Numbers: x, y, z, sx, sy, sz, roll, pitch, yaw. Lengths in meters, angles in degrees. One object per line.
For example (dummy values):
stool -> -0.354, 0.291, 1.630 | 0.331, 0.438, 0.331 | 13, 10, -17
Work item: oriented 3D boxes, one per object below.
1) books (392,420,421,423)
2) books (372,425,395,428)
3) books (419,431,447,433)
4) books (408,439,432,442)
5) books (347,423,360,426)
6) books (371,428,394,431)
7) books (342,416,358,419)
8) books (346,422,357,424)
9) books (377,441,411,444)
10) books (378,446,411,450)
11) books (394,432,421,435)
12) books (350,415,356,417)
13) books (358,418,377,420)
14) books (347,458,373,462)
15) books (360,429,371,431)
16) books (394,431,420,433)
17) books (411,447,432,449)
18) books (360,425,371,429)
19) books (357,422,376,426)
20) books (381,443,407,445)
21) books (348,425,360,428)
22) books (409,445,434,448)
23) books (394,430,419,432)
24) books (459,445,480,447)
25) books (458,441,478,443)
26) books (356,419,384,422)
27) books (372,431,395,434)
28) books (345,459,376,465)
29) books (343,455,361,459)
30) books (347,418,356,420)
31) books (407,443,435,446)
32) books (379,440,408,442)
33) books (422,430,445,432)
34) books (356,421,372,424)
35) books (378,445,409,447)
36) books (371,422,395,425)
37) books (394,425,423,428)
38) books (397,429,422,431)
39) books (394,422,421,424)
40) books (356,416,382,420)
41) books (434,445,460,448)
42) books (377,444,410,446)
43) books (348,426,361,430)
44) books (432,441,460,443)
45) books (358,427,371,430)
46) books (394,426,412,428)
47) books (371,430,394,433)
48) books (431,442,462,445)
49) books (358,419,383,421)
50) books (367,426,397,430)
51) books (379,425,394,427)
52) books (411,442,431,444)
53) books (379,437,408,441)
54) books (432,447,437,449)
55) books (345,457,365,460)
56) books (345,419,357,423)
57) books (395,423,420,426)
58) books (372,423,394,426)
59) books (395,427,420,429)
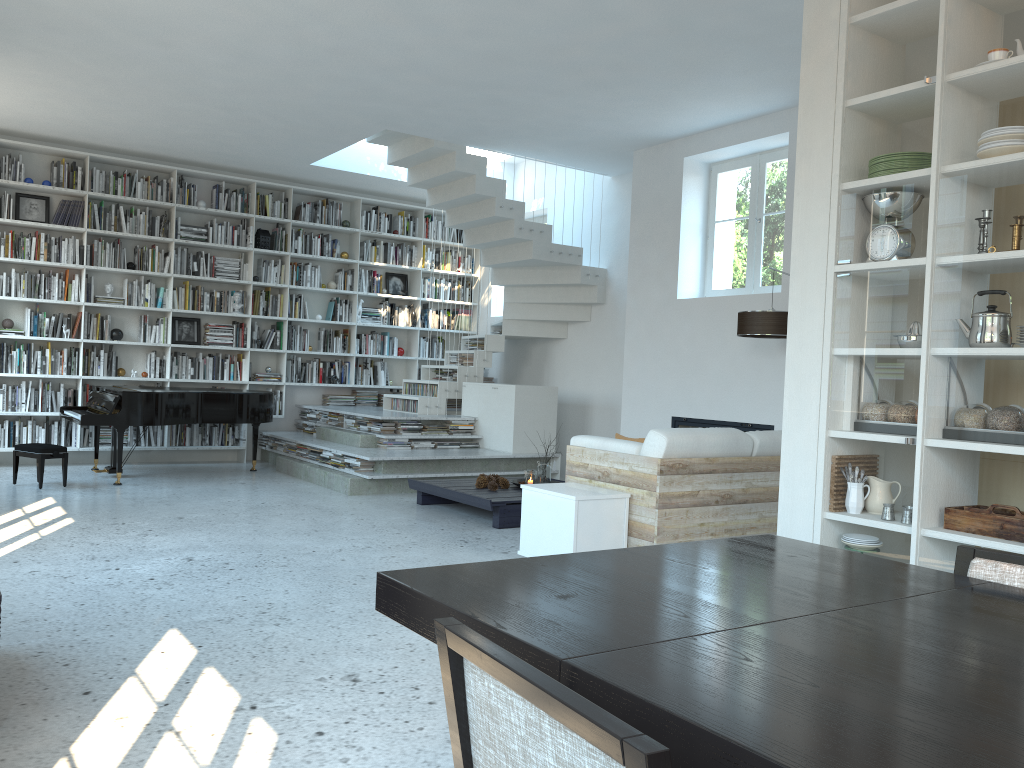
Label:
books -> -1.053, 0.375, 8.862 | 0.261, 0.016, 0.128 | 2, 1, -35
books -> -1.273, 0.423, 8.813 | 0.137, 0.012, 0.242 | 2, 1, -33
books -> -0.822, 0.488, 9.015 | 0.293, 0.014, 0.133 | 2, 1, -37
books -> -0.923, 0.560, 8.804 | 0.220, 0.013, 0.149 | 2, 1, -35
books -> -1.616, 0.427, 9.285 | 0.167, 0.024, 0.192 | 2, 1, -33
books -> -1.284, 0.455, 8.808 | 0.152, 0.015, 0.208 | 2, 1, -37
books -> -1.628, 0.346, 9.273 | 0.192, 0.014, 0.256 | 2, 1, -38
books -> -1.624, 0.407, 9.279 | 0.178, 0.015, 0.187 | 2, 1, -29
books -> -1.152, 0.567, 8.636 | 0.292, 0.012, 0.159 | 2, 1, -31
books -> -1.145, 0.616, 8.622 | 0.262, 0.023, 0.200 | 2, 1, -36
books -> -1.044, 0.491, 8.843 | 0.216, 0.015, 0.177 | 2, 1, -36
books -> -1.603, 0.333, 9.289 | 0.134, 0.014, 0.181 | 2, 1, -29
books -> -1.445, 0.357, 9.028 | 0.170, 0.008, 0.208 | 2, 1, -31
books -> -1.376, 0.682, 8.029 | 0.165, 0.015, 0.243 | 2, 1, -30
books -> -1.442, 0.468, 9.036 | 0.142, 0.020, 0.230 | 2, 1, -29
books -> -1.051, 0.477, 8.855 | 0.227, 0.013, 0.148 | 2, 1, -36
books -> -0.924, 0.628, 8.802 | 0.208, 0.015, 0.152 | 2, 1, -36
books -> -1.440, 0.437, 9.036 | 0.155, 0.028, 0.189 | 2, 1, -33
books -> -1.446, 0.409, 9.030 | 0.177, 0.026, 0.230 | 2, 1, -34
books -> -1.151, 0.579, 8.633 | 0.210, 0.012, 0.168 | 2, 1, -30
books -> -1.602, 0.446, 9.296 | 0.136, 0.013, 0.258 | 2, 1, -34
books -> -0.915, 0.612, 8.790 | 0.232, 0.019, 0.169 | 2, 1, -39
books -> -1.054, 0.465, 8.859 | 0.207, 0.012, 0.131 | 2, 1, -38
books -> -0.469, 0.629, 9.113 | 0.234, 0.017, 0.151 | 2, 1, -33
books -> -0.473, 0.596, 9.119 | 0.215, 0.007, 0.130 | 2, 1, -32
books -> -1.447, 0.375, 9.028 | 0.168, 0.013, 0.281 | 2, 1, -37
books -> -1.277, 0.481, 8.814 | 0.144, 0.009, 0.249 | 2, 1, -34
books -> -1.377, 0.703, 8.029 | 0.156, 0.027, 0.287 | 2, 1, -39
books -> -1.387, 0.657, 8.020 | 0.192, 0.014, 0.256 | 2, 1, -38
books -> -1.609, 0.362, 9.286 | 0.145, 0.017, 0.208 | 2, 1, -39
books -> -0.920, 0.596, 8.798 | 0.272, 0.012, 0.158 | 2, 1, -36
books -> -1.159, 0.555, 8.646 | 0.257, 0.010, 0.132 | 2, 1, -30
books -> -0.812, 0.473, 9.001 | 0.214, 0.015, 0.177 | 2, 1, -33
books -> -1.449, 0.391, 9.027 | 0.187, 0.009, 0.250 | 2, 1, -34
books -> -1.155, 0.600, 8.639 | 0.264, 0.006, 0.164 | 2, 1, -33
books -> -1.278, 0.390, 8.808 | 0.149, 0.014, 0.228 | 2, 1, -36
books -> -1.034, 0.419, 8.831 | 0.230, 0.015, 0.190 | 2, 1, -29
books -> -1.040, 0.453, 8.839 | 0.215, 0.013, 0.189 | 2, 1, -35
books -> -1.042, 0.388, 8.845 | 0.228, 0.009, 0.159 | 2, 1, -38
books -> -1.456, 0.342, 9.020 | 0.189, 0.022, 0.237 | 2, 1, -29
books -> -0.680, 0.627, 8.949 | 0.250, 0.018, 0.177 | 2, 1, -31
books -> -1.155, 0.593, 8.638 | 0.285, 0.008, 0.159 | 2, 1, -36
books -> -1.610, 0.460, 9.291 | 0.132, 0.016, 0.262 | 2, 1, -29
books -> -0.688, 0.582, 8.950 | 0.275, 0.009, 0.176 | 2, 1, -34
books -> -1.445, 0.454, 9.033 | 0.154, 0.007, 0.292 | 2, 1, -31
books -> -1.046, 0.430, 8.849 | 0.260, 0.009, 0.153 | 2, 1, -31
books -> -1.290, 0.469, 8.805 | 0.161, 0.014, 0.212 | 2, 1, -30
books -> -0.677, 0.596, 8.946 | 0.287, 0.018, 0.190 | 2, 1, -35
books -> -1.445, 0.365, 9.028 | 0.171, 0.007, 0.260 | 2, 1, -36
books -> -1.294, 0.435, 8.800 | 0.185, 0.014, 0.297 | 2, 1, -35
books -> -1.255, 0.412, 8.825 | 0.091, 0.011, 0.190 | 2, 1, -36
books -> -0.926, 0.580, 8.807 | 0.211, 0.018, 0.134 | 2, 1, -31
books -> -1.150, 0.538, 8.634 | 0.234, 0.025, 0.157 | 2, 1, -39
books -> -0.692, 0.640, 8.967 | 0.249, 0.009, 0.144 | 2, 1, -35
books -> -1.381, 0.669, 8.025 | 0.176, 0.010, 0.266 | 2, 1, -38
books -> -1.619, 0.385, 9.281 | 0.174, 0.029, 0.250 | 2, 1, -36
books -> -1.047, 0.401, 8.852 | 0.221, 0.018, 0.154 | 2, 1, -33
books -> -1.276, 0.401, 8.810 | 0.132, 0.009, 0.269 | 2, 1, -30
books -> -1.045, 0.441, 8.847 | 0.210, 0.012, 0.168 | 2, 1, -33
